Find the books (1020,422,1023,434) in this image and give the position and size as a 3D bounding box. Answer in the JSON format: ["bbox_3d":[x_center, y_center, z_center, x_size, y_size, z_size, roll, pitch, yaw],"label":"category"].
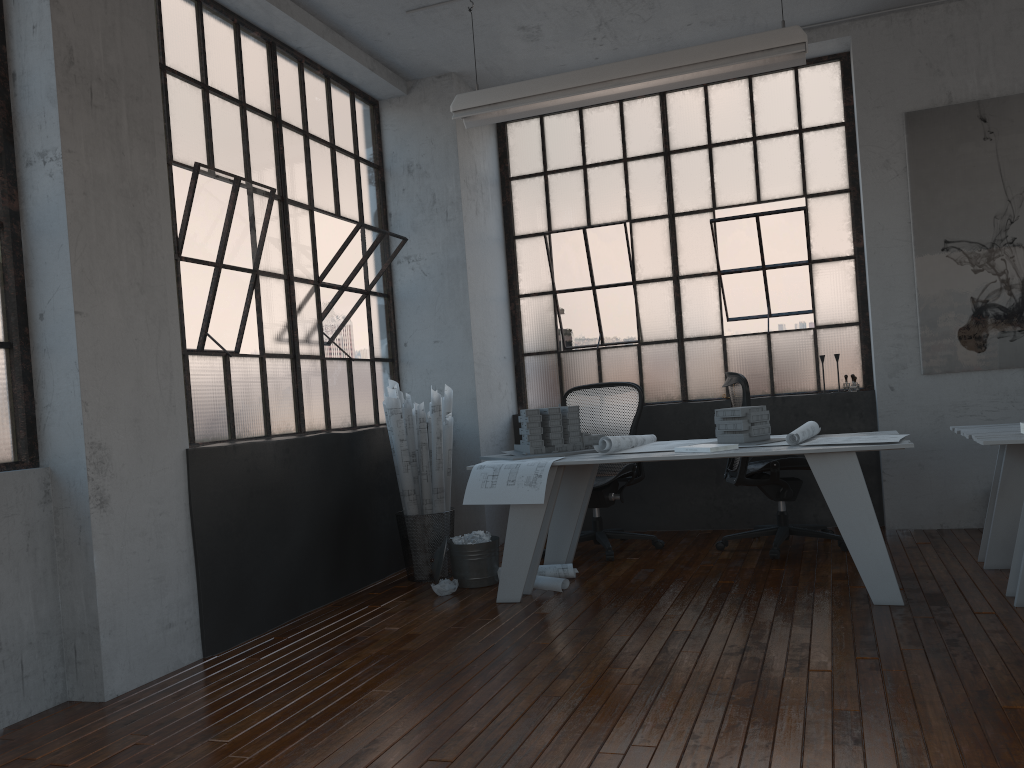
[{"bbox_3d":[2.336,0.183,3.774,0.272,0.050,0.200,-5,-1,20],"label":"books"}]

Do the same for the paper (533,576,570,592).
[{"bbox_3d":[0.164,1.060,4.724,0.341,0.068,0.083,-5,-1,45],"label":"paper"}]

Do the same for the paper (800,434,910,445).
[{"bbox_3d":[1.606,0.259,4.139,0.429,0.001,0.484,-5,-1,30],"label":"paper"}]

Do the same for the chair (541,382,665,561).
[{"bbox_3d":[0.558,0.534,5.713,0.771,1.086,0.792,-4,0,14],"label":"chair"}]

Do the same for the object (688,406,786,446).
[{"bbox_3d":[1.199,0.213,4.604,0.388,0.183,0.416,-4,-1,-40],"label":"object"}]

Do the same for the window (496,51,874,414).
[{"bbox_3d":[1.167,-0.990,6.397,2.592,2.391,0.669,-4,0,20],"label":"window"}]

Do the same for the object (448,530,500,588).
[{"bbox_3d":[-0.208,0.967,4.960,0.290,0.294,0.291,-4,0,-29],"label":"object"}]

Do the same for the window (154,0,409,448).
[{"bbox_3d":[-1.297,-0.832,5.066,0.670,2.391,2.589,-4,0,20],"label":"window"}]

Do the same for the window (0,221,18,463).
[{"bbox_3d":[-2.335,-0.809,2.169,0.670,2.259,2.455,-4,0,20],"label":"window"}]

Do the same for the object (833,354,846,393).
[{"bbox_3d":[2.192,-0.072,5.957,0.085,0.260,0.085,-4,0,-17],"label":"object"}]

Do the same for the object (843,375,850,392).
[{"bbox_3d":[2.251,-0.005,5.965,0.032,0.117,0.058,-4,0,-19],"label":"object"}]

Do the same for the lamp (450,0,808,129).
[{"bbox_3d":[0.548,-1.840,4.651,1.878,0.628,0.202,-5,0,20],"label":"lamp"}]

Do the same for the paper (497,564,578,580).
[{"bbox_3d":[0.140,1.057,4.934,0.466,0.094,0.113,-4,0,5],"label":"paper"}]

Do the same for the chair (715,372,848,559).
[{"bbox_3d":[1.605,0.449,5.406,0.792,1.086,0.770,-4,0,-11],"label":"chair"}]

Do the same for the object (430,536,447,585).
[{"bbox_3d":[-0.403,0.993,4.936,0.107,0.281,0.293,-4,0,-7],"label":"object"}]

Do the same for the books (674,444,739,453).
[{"bbox_3d":[0.944,0.311,4.302,0.200,0.024,0.235,-4,-1,-34],"label":"books"}]

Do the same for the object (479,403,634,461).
[{"bbox_3d":[0.233,0.235,4.883,0.735,0.306,0.434,-4,-1,-25],"label":"object"}]

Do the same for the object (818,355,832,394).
[{"bbox_3d":[2.110,-0.065,6.003,0.085,0.260,0.085,-4,0,-17],"label":"object"}]

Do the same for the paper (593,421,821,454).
[{"bbox_3d":[1.072,0.279,4.722,1.075,0.105,0.975,-5,-1,20],"label":"paper"}]

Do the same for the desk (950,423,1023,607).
[{"bbox_3d":[3.115,0.498,3.800,2.078,0.704,1.074,-5,-1,20],"label":"desk"}]

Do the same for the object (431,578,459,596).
[{"bbox_3d":[-0.356,1.085,4.727,0.135,0.084,0.108,-4,-1,10],"label":"object"}]

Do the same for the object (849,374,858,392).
[{"bbox_3d":[2.270,-0.008,5.898,0.058,0.117,0.032,-4,0,34],"label":"object"}]

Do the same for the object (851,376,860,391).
[{"bbox_3d":[2.309,-0.002,5.962,0.032,0.102,0.058,-5,0,-35],"label":"object"}]

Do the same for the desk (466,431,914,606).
[{"bbox_3d":[0.937,0.674,4.586,2.058,0.697,1.064,-5,-1,20],"label":"desk"}]

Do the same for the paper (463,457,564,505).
[{"bbox_3d":[0.012,0.480,4.391,0.440,0.183,0.434,-5,-1,19],"label":"paper"}]

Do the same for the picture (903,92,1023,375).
[{"bbox_3d":[2.917,-0.914,5.427,0.854,1.650,0.025,-4,0,20],"label":"picture"}]

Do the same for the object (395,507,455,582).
[{"bbox_3d":[-0.497,0.947,5.231,0.354,0.398,0.354,-4,0,26],"label":"object"}]

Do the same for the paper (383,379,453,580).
[{"bbox_3d":[-0.524,0.539,5.277,0.412,1.198,0.440,-4,0,-2],"label":"paper"}]

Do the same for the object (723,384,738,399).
[{"bbox_3d":[1.548,0.050,6.196,0.124,0.100,0.124,-5,-1,42],"label":"object"}]
